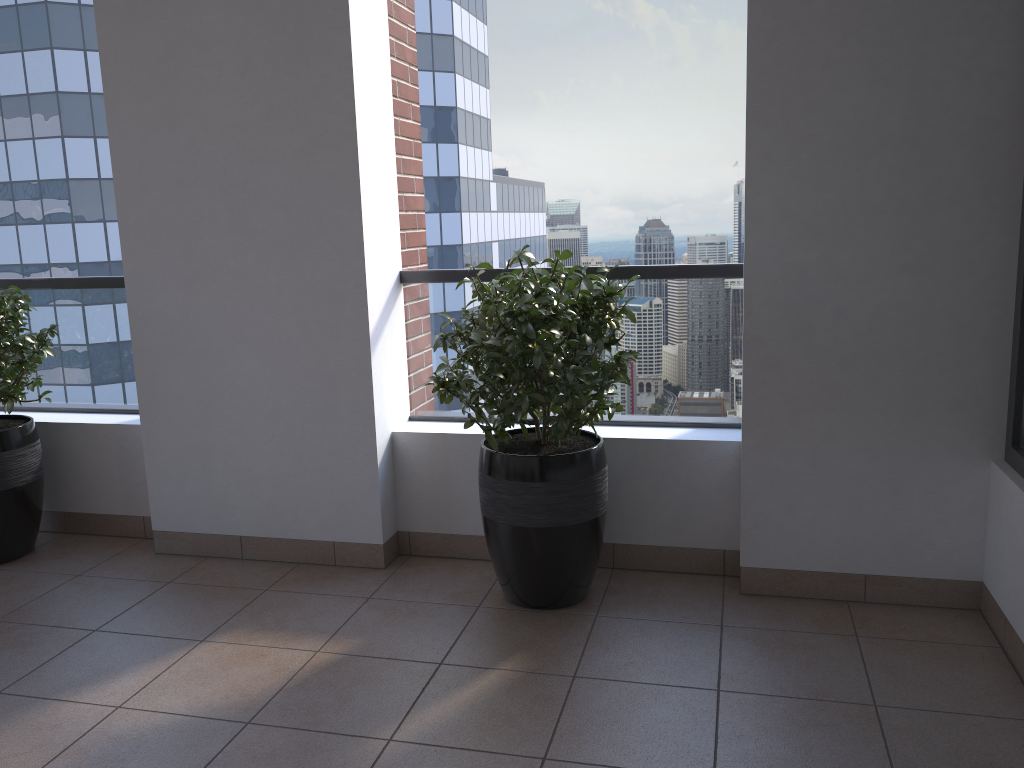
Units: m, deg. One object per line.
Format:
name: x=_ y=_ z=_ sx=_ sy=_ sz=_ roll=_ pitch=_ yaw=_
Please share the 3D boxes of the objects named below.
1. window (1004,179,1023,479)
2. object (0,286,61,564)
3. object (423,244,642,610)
window: x=0.945 y=-0.484 z=0.126 sx=0.170 sy=2.402 sz=5.002 roll=1 pitch=11 yaw=14
object: x=-2.186 y=0.169 z=3.588 sx=0.681 sy=1.264 sz=0.691 roll=1 pitch=11 yaw=18
object: x=0.067 y=0.208 z=2.966 sx=0.731 sy=1.338 sz=0.721 roll=1 pitch=11 yaw=18
